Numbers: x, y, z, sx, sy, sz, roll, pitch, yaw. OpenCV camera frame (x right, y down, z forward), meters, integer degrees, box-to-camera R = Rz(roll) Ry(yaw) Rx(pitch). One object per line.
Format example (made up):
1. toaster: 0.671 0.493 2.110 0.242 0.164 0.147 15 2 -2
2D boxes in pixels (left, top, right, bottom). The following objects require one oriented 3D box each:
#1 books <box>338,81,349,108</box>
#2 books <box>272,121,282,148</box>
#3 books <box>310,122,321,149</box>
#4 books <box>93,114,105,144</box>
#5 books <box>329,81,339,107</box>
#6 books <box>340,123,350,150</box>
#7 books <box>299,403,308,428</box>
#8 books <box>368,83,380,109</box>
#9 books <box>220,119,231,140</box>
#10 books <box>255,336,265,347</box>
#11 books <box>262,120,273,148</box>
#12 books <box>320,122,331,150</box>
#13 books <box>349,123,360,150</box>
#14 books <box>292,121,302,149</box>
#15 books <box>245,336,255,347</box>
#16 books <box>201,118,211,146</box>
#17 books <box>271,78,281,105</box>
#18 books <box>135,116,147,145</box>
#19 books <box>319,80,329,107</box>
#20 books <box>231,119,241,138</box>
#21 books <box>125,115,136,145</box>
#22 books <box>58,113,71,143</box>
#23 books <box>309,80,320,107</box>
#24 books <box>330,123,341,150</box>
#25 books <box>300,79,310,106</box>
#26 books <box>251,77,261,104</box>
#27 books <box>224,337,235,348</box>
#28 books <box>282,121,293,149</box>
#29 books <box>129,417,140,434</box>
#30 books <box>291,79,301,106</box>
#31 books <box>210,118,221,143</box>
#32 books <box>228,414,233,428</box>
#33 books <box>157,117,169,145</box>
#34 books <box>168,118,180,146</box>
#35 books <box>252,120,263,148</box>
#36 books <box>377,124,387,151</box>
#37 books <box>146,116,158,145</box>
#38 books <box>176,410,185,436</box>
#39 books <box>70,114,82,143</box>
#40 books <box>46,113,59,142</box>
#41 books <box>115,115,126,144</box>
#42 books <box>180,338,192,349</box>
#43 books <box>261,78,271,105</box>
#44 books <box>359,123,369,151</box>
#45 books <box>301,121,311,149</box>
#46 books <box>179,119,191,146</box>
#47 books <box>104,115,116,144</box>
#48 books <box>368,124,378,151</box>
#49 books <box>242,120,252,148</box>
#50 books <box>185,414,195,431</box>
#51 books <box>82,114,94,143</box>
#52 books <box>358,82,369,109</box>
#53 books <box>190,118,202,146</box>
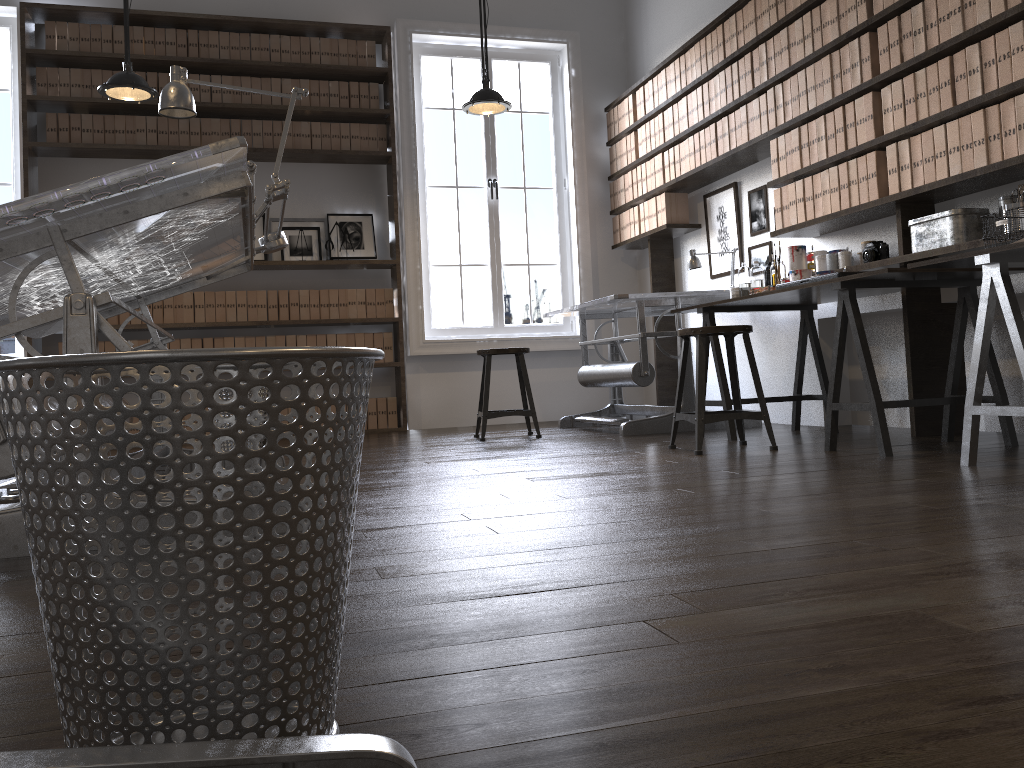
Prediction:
1. books: -1.263 -2.121 6.615 0.067 0.226 0.174 -2 -2 -16
2. books: -1.711 -1.786 6.465 0.067 0.226 0.174 -2 -2 -16
3. books: -1.451 -1.799 6.536 0.067 0.226 0.174 -2 -2 -16
4. books: -2.848 -1.730 6.133 0.067 0.226 0.174 -2 -2 -16
5. books: -1.330 -2.117 6.591 0.067 0.226 0.174 -2 -2 -16
6. books: -1.250 -1.809 6.596 0.067 0.226 0.174 -2 -2 -16
7. books: -1.508 0.242 6.398 0.067 0.226 0.174 -2 -2 -16
8. books: -1.046 -2.131 6.676 0.067 0.226 0.174 -2 -2 -16
9. books: -2.058 -1.769 6.364 0.067 0.226 0.174 -2 -2 -16
10. books: -1.800 -0.227 6.344 0.067 0.226 0.174 -2 -2 -16
11. books: -1.779 -1.783 6.445 0.067 0.226 0.174 -2 -2 -16
12. books: -1.384 -1.802 6.559 0.067 0.226 0.174 -2 -2 -16
13. books: -1.180 -1.812 6.614 0.067 0.226 0.174 -2 -2 -16
14. books: -1.582 -1.792 6.501 0.067 0.226 0.174 -2 -2 -16
15. books: -1.867 -0.224 6.327 0.067 0.226 0.174 -2 -2 -16
16. books: -2.180 -1.763 6.321 0.067 0.226 0.174 -2 -2 -16
17. books: -1.724 -2.098 6.475 0.067 0.226 0.174 -2 -2 -16
18. books: -2.591 -1.743 6.205 0.067 0.226 0.174 -2 -2 -16
19. books: -1.399 -2.114 6.575 0.067 0.226 0.174 -2 -2 -16
20. books: -1.985 -1.772 6.379 0.067 0.226 0.174 -2 -2 -16
21. books: -2.651 -1.740 6.189 0.067 0.226 0.174 -2 -2 -16
22. books: -3.055 -1.720 6.067 0.067 0.226 0.174 -2 -2 -16
23. books: -1.467 -2.111 6.555 0.067 0.226 0.174 -2 -2 -16
24. books: -1.318 -1.805 6.581 0.067 0.226 0.174 -2 -2 -16
25. books: -1.530 -2.107 6.530 0.067 0.226 0.174 -2 -2 -16
26. books: -1.860 -2.091 6.441 0.067 0.226 0.174 -2 -2 -16
27. books: -2.002 -0.217 6.280 0.067 0.226 0.174 -2 -2 -16
28. books: -1.645 -1.789 6.478 0.067 0.226 0.174 -2 -2 -16
29. books: -2.587 0.295 6.086 0.067 0.226 0.174 -2 -2 -16
30. books: -1.595 -2.104 6.516 0.067 0.226 0.174 -2 -2 -16
31. books: -2.120 -1.766 6.343 0.067 0.226 0.174 -2 -2 -16
32. books: -1.972 0.264 6.261 0.067 0.226 0.174 -2 -2 -16
33. books: -2.454 -1.749 6.247 0.067 0.226 0.174 -2 -2 -16
34. books: -2.388 -1.753 6.268 0.067 0.226 0.174 -2 -2 -16
35. books: -1.846 -1.779 6.421 0.067 0.226 0.174 -2 -2 -16
36. books: -0.990 -1.821 6.675 0.067 0.226 0.174 -2 -2 -16
37. books: -2.520 -1.746 6.224 0.067 0.226 0.174 -2 -2 -16
38. books: -2.308 0.281 6.168 0.067 0.226 0.174 -2 -2 -16
39. books: -2.985 -1.723 6.093 0.067 0.226 0.174 -2 -2 -16
40. books: -3.128 -1.716 6.052 0.067 0.226 0.174 -2 -2 -16
41. books: -2.714 -1.737 6.166 0.067 0.226 0.174 -2 -2 -16
42. books: -2.277 -0.204 6.202 0.067 0.226 0.174 -2 -2 -16
43. books: -1.793 -2.095 6.459 0.067 0.226 0.174 -2 -2 -16
44. books: -1.116 -1.815 6.632 0.067 0.226 0.174 -2 -2 -16
45. books: -1.521 -1.795 6.517 0.067 0.226 0.174 -2 -2 -16
46. books: -2.320 -1.756 6.284 0.067 0.226 0.174 -2 -2 -16
47. books: -2.780 -1.733 6.152 0.067 0.226 0.174 -2 -2 -16
48. books: -1.057 -1.818 6.654 0.067 0.226 0.174 -2 -2 -16
49. books: -1.915 -1.776 6.406 0.067 0.226 0.174 -2 -2 -16
50. books: -2.244 0.278 6.184 0.067 0.226 0.174 -2 -2 -16
51. books: -2.915 -1.727 6.109 0.067 0.226 0.174 -2 -2 -16
52. books: -1.120 -2.128 6.657 0.067 0.226 0.174 -2 -2 -16
53. books: -2.249 -1.759 6.301 0.067 0.226 0.174 -2 -2 -16
